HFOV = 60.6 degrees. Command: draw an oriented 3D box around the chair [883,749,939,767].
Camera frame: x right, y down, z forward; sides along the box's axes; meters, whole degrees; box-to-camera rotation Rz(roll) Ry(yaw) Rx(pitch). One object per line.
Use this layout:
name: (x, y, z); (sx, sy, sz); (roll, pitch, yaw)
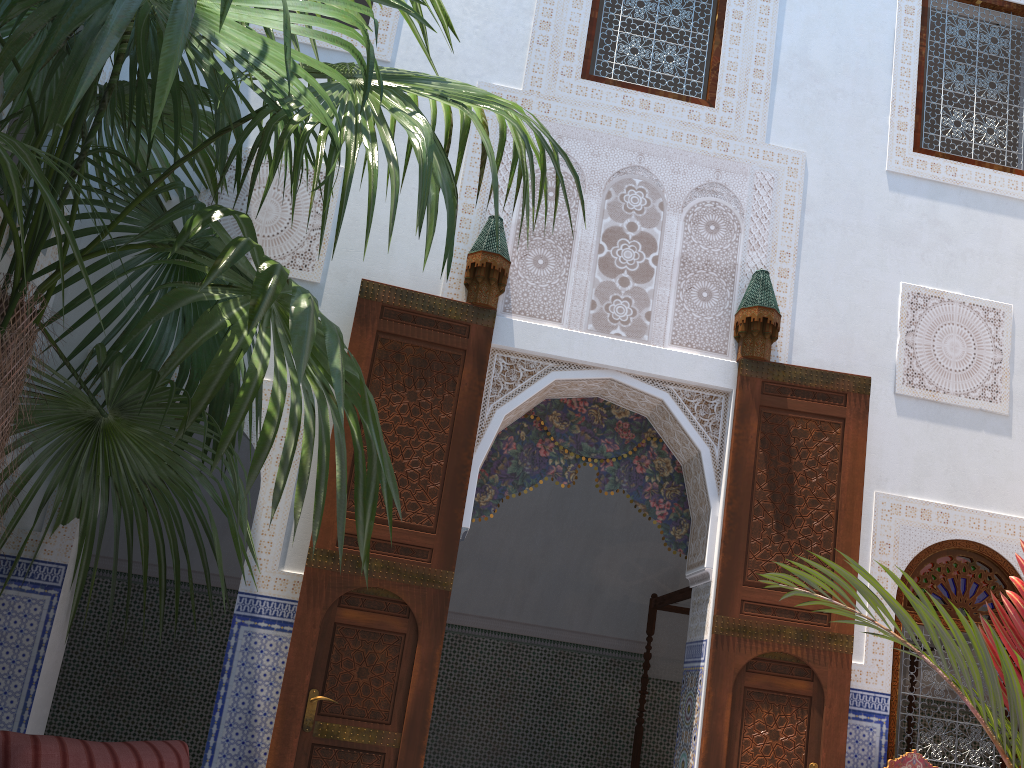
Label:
chair: (1.589, 1.917, 3.238); (0.486, 1.046, 0.520); (10, -14, -5)

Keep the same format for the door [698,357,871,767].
door: (1.093, 1.110, 3.578); (0.583, 2.436, 0.127); (9, -12, 0)

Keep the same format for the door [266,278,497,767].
door: (-0.523, 0.810, 3.421); (0.586, 2.436, 0.127); (11, -12, -10)

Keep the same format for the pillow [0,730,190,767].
pillow: (-1.110, 1.136, 2.330); (0.302, 0.367, 0.602); (-4, -21, 38)
